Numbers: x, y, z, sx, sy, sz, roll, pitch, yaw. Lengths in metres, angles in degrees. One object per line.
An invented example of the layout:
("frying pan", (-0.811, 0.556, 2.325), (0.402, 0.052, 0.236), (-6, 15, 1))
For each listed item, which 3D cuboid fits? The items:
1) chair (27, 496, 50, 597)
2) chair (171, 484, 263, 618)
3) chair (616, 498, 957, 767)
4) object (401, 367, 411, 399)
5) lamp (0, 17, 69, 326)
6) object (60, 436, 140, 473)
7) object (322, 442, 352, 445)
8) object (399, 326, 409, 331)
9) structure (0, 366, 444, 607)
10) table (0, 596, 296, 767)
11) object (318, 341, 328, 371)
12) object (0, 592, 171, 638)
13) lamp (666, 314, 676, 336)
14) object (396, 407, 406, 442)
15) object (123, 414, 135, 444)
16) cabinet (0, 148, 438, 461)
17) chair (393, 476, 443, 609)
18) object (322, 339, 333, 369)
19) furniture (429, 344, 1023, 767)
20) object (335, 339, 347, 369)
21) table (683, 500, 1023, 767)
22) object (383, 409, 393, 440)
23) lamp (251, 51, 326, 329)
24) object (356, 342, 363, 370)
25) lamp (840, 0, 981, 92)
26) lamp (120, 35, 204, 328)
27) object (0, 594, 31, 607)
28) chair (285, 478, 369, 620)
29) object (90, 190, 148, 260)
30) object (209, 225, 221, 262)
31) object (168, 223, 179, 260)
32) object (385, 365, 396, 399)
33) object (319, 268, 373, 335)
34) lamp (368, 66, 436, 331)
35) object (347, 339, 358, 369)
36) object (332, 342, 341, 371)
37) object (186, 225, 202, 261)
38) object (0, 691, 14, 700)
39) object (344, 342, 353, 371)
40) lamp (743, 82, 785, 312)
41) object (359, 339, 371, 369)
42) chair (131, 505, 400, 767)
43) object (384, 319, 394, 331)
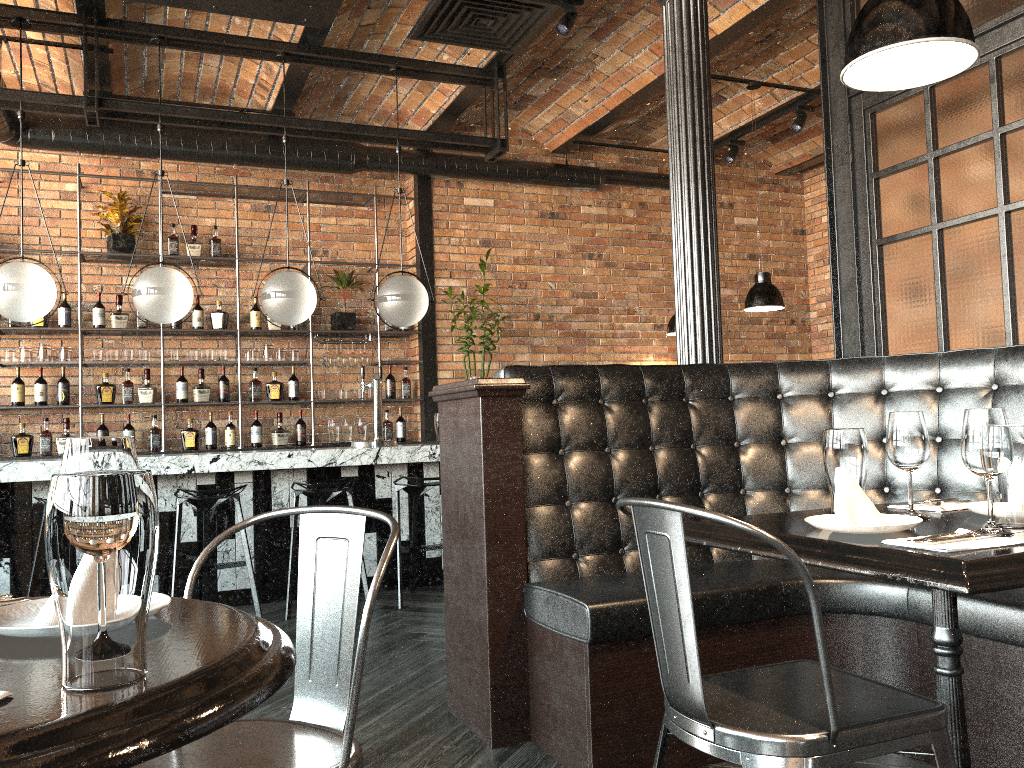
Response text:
("chair", (-2.229, 0.926, 4.564), (0.475, 0.737, 0.414), (-1, -3, -13))
("chair", (-1.638, 0.917, 4.812), (0.475, 0.737, 0.414), (0, -3, -28))
("chair", (0.520, 0.634, 1.711), (0.558, 0.857, 0.504), (-1, -3, -23))
("object", (-0.916, -0.007, 7.656), (0.083, 0.282, 0.083), (-1, -3, -13))
("lamp", (-2.768, -1.199, 5.008), (0.340, 1.754, 0.340), (-3, -3, 23))
("object", (-0.471, 0.183, 1.017), (0.092, 0.244, 0.092), (-1, -3, -23))
("object", (-1.357, 0.491, 7.381), (0.437, 0.019, 0.273), (-1, -3, -23))
("object", (-0.941, -0.584, 7.711), (0.086, 0.298, 0.086), (-4, -3, 31))
("structure", (-2.170, 0.638, 5.811), (5.346, 1.430, 1.930), (-1, -3, -23))
("table", (-0.680, 0.691, 0.987), (0.866, 0.758, 0.866), (-4, -3, 31))
("object", (-1.586, -0.236, 7.470), (0.092, 0.244, 0.092), (-3, -3, 17))
("object", (-0.577, 0.253, 1.176), (0.232, 0.139, 0.232), (-4, -3, 37))
("lamp", (1.506, -1.275, 8.031), (0.291, 1.653, 0.291), (-4, -4, 42))
("object", (-0.956, 0.350, 7.631), (0.086, 0.298, 0.086), (-3, -3, 26))
("object", (-2.935, 0.376, 6.794), (0.086, 0.298, 0.086), (-3, -3, 26))
("cabinet", (-3.906, -0.390, 6.385), (7.075, 3.779, 0.564), (-1, -3, -23))
("chair", (-0.529, 0.902, 5.278), (0.475, 0.737, 0.414), (0, -3, -28))
("object", (-1.522, -0.245, 7.318), (0.092, 0.244, 0.092), (-3, -3, 17))
("furniture", (1.678, 0.387, 1.060), (1.979, 1.212, 5.451), (-1, -3, -23))
("object", (-1.421, -0.247, 7.360), (0.092, 0.244, 0.092), (-3, -3, 17))
("table", (0.948, 0.680, 1.920), (0.872, 0.758, 0.872), (-1, -3, -23))
("object", (-1.066, 0.358, 7.570), (0.083, 0.282, 0.083), (0, -3, -38))
("lamp", (-1.417, -1.218, 5.575), (0.340, 1.754, 0.340), (-3, -3, 23))
("object", (-1.297, -0.240, 7.591), (0.092, 0.244, 0.092), (-3, -3, 17))
("lamp", (0.873, -1.542, 2.054), (0.291, 1.653, 0.291), (-3, -3, 22))
("lamp", (-2.092, -1.209, 5.291), (0.340, 1.754, 0.340), (-3, -3, 23))
("object", (-0.790, 0.317, 1.224), (0.157, 0.019, 0.255), (-3, -3, 28))
("chair", (-1.067, 0.910, 5.052), (0.475, 0.737, 0.414), (-1, -3, -18))
("object", (-3.048, -1.239, 6.879), (0.425, 0.526, 0.430), (-1, -3, -21))
("object", (-2.382, -1.129, 7.112), (0.083, 0.282, 0.083), (0, -3, -38))
("object", (-2.671, -1.125, 6.991), (0.083, 0.282, 0.083), (-1, -3, -23))
("object", (-1.043, -0.014, 7.607), (0.086, 0.299, 0.086), (-3, -3, 26))
("object", (-1.398, -0.709, 7.460), (0.398, 0.560, 0.374), (-4, -4, 39))
("lamp", (-0.741, -1.227, 5.858), (0.340, 1.754, 0.340), (-3, -3, 23))
("object", (-1.329, -0.248, 7.399), (0.092, 0.244, 0.092), (-3, -3, 17))
("object", (-1.484, -0.237, 7.512), (0.092, 0.244, 0.092), (-3, -3, 17))
("object", (-2.528, -1.125, 7.052), (0.123, 0.279, 0.123), (-1, -3, -19))
("object", (-0.560, 0.288, 0.774), (0.157, 0.019, 0.255), (-2, -3, 8))
("object", (-1.393, -0.239, 7.550), (0.092, 0.244, 0.092), (-3, -3, 17))
("lamp", (1.787, -1.362, 6.420), (0.291, 1.653, 0.291), (-3, -3, 22))
("object", (-1.234, -0.249, 7.439), (0.092, 0.244, 0.092), (-3, -3, 17))
("chair", (-0.475, 0.657, 1.471), (0.504, 0.857, 0.558), (-4, -3, 32))
("object", (-1.059, -0.575, 7.631), (0.083, 0.282, 0.083), (-2, -3, -8))
